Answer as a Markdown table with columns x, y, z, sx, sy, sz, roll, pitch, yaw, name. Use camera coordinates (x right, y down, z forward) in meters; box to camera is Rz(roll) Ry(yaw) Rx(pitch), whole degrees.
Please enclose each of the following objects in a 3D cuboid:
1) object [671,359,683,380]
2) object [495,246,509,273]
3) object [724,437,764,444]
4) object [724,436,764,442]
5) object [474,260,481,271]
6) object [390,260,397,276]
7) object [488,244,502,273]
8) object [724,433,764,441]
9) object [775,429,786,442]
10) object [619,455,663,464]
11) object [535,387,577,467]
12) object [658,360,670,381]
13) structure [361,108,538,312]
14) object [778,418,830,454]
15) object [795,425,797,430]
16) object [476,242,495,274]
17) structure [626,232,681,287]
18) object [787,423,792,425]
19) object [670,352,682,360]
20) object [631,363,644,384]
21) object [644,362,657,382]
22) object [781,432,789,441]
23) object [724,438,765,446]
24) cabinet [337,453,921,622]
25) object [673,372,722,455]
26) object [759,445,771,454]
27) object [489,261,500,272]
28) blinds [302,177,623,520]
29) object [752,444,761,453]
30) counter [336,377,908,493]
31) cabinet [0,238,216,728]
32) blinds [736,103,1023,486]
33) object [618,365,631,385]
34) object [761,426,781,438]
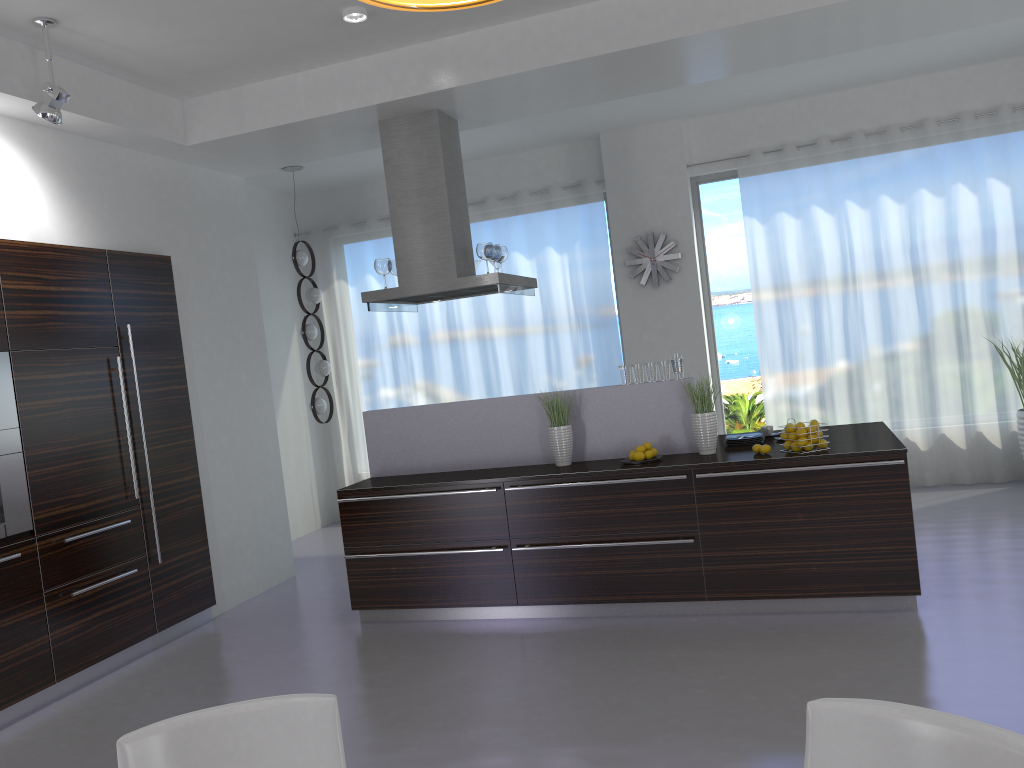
| x | y | z | sx | sy | sz | roll | pitch | yaw | name |
| --- | --- | --- | --- | --- | --- | --- | --- | --- | --- |
| 1.003 | -0.089 | 5.366 | 0.071 | 0.119 | 0.072 | -8 | 2 | -32 | object |
| -0.079 | -0.847 | 6.200 | 0.125 | 0.221 | 0.125 | -5 | 3 | 43 | object |
| 1.428 | 0.349 | 5.456 | 0.232 | 0.020 | 0.232 | -6 | 2 | 26 | object |
| 1.427 | 0.339 | 5.455 | 0.232 | 0.020 | 0.232 | -6 | 2 | 21 | object |
| -0.284 | -0.810 | 6.500 | 0.137 | 0.174 | 0.137 | -7 | 2 | -17 | object |
| -0.804 | -0.763 | 6.255 | 0.125 | 0.221 | 0.125 | -5 | 3 | 43 | object |
| -0.123 | -0.837 | 6.060 | 0.125 | 0.221 | 0.125 | -5 | 3 | 43 | object |
| 1.281 | 0.278 | 5.580 | 0.646 | 0.147 | 0.269 | -5 | 3 | 43 | object |
| 1.681 | 0.307 | 5.385 | 0.153 | 0.069 | 0.153 | -7 | 2 | -9 | object |
| 0.760 | 0.445 | 5.205 | 0.232 | 0.020 | 0.232 | -6 | 2 | 26 | object |
| 0.275 | 0.252 | 5.411 | 0.269 | 0.502 | 0.247 | -6 | 2 | 18 | object |
| 0.927 | -0.081 | 5.391 | 0.071 | 0.119 | 0.072 | -8 | 2 | -32 | object |
| -0.475 | -1.180 | 6.248 | 0.981 | 1.231 | 0.915 | -6 | 2 | 18 | structure |
| 1.605 | 0.278 | 4.884 | 0.189 | 0.174 | 0.207 | -7 | 2 | -17 | object |
| 1.597 | 0.253 | 4.953 | 0.063 | 0.051 | 0.053 | -8 | 2 | -27 | object |
| -0.169 | -0.826 | 5.910 | 0.125 | 0.221 | 0.125 | -5 | 3 | 43 | object |
| 1.294 | -1.140 | 8.123 | 0.505 | 0.505 | 0.076 | -6 | 2 | 18 | structure |
| 1.545 | 0.247 | 4.936 | 0.052 | 0.060 | 0.057 | -7 | 2 | 6 | object |
| 0.999 | -0.127 | 5.365 | 0.071 | 0.119 | 0.072 | -8 | 2 | -32 | object |
| 0.774 | -0.064 | 5.440 | 0.071 | 0.119 | 0.072 | -8 | 2 | -32 | object |
| 0.850 | -0.073 | 5.416 | 0.071 | 0.119 | 0.072 | -8 | 2 | -32 | object |
| 1.523 | 0.289 | 4.926 | 0.053 | 0.051 | 0.063 | -7 | 2 | -13 | object |
| 1.430 | 0.359 | 5.456 | 0.232 | 0.020 | 0.232 | -6 | 2 | 26 | object |
| 0.701 | 0.877 | 5.654 | 3.285 | 0.852 | 1.377 | -6 | 2 | 18 | cabinet |
| 1.124 | 0.160 | 5.163 | 0.269 | 0.502 | 0.247 | -8 | 2 | -29 | object |
| 1.404 | 0.363 | 4.918 | 0.063 | 0.051 | 0.053 | -6 | 2 | 22 | object |
| -0.104 | -0.829 | 6.442 | 0.137 | 0.174 | 0.137 | -7 | 2 | -17 | object |
| -0.512 | -0.238 | 8.877 | 3.245 | 3.112 | 0.120 | -6 | 2 | 18 | blinds |
| 1.380 | 0.364 | 4.977 | 0.053 | 0.051 | 0.063 | -7 | 2 | -13 | object |
| 0.680 | 0.654 | 5.655 | 3.291 | 1.300 | 1.302 | -6 | 2 | 18 | counter |
| -2.973 | 0.526 | 4.425 | 0.669 | 2.500 | 3.600 | -6 | 2 | 18 | cabinet |
| 3.528 | -0.671 | 7.574 | 2.830 | 3.112 | 0.120 | -6 | 2 | 18 | blinds |
| 0.697 | -0.056 | 5.465 | 0.072 | 0.119 | 0.071 | -8 | 2 | -22 | object |
| 1.627 | 0.304 | 5.652 | 0.153 | 0.069 | 0.153 | -8 | 3 | -39 | object |
